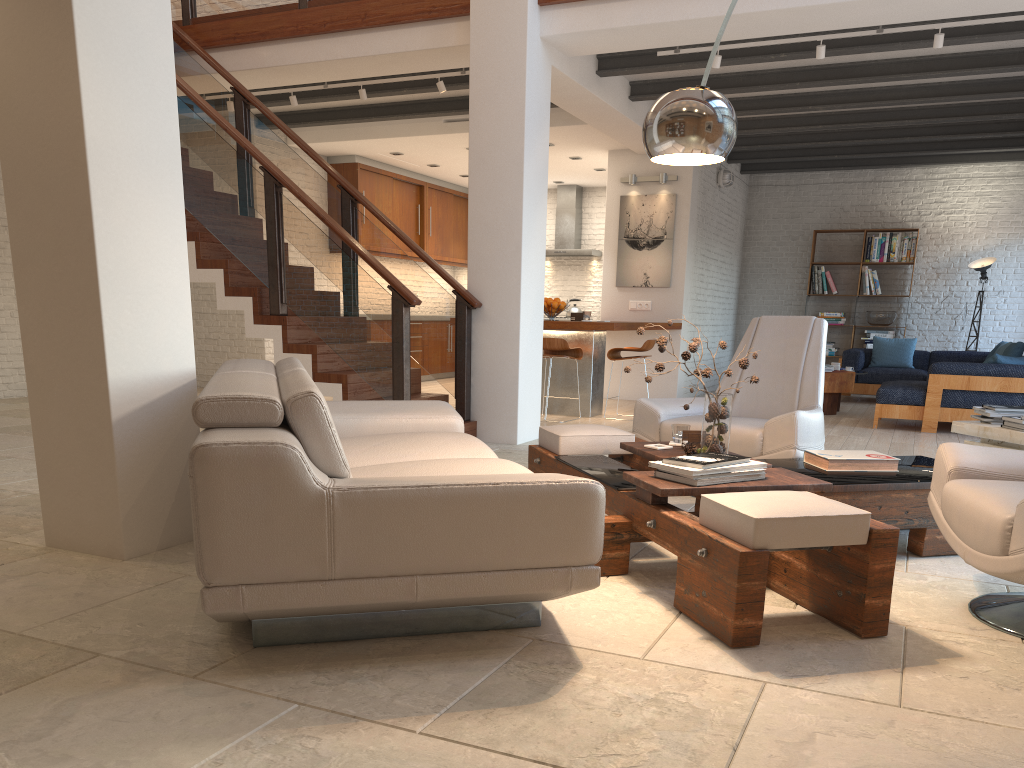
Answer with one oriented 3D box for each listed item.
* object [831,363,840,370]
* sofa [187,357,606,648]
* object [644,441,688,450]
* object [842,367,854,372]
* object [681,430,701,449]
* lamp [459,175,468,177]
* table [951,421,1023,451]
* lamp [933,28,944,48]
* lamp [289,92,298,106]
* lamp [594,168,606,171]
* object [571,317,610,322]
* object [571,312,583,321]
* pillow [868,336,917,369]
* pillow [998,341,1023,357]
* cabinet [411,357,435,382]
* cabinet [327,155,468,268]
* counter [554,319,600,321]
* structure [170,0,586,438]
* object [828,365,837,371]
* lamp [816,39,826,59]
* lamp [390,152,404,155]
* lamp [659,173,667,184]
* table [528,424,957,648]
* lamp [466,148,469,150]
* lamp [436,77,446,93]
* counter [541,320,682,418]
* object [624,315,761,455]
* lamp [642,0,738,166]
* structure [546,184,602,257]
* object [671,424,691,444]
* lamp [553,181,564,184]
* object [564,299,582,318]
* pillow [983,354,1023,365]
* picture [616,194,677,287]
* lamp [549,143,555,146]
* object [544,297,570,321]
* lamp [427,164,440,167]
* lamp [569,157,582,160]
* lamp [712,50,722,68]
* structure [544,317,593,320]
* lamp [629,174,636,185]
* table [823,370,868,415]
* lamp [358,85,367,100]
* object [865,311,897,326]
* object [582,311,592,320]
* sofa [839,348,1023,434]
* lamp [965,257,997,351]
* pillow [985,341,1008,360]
[{"bbox_3d":[3.707,-0.189,10.000,0.106,0.112,0.106,9,13,40],"label":"object"},{"bbox_3d":[-0.567,0.323,3.430,1.142,0.780,2.260,-1,6,-16],"label":"sofa"},{"bbox_3d":[0.746,0.277,4.069,0.271,0.036,0.241,1,5,-4],"label":"object"},{"bbox_3d":[3.904,-0.166,10.118,0.154,0.059,0.263,3,5,17],"label":"object"},{"bbox_3d":[0.840,0.261,3.995,0.094,0.085,0.111,1,8,-4],"label":"object"},{"bbox_3d":[-0.646,-2.901,12.079,0.123,0.057,0.121,4,7,24],"label":"lamp"},{"bbox_3d":[2.523,0.460,4.307,0.494,0.522,0.479,-1,10,-15],"label":"table"},{"bbox_3d":[2.827,-2.286,5.772,0.060,0.125,0.084,8,13,26],"label":"lamp"},{"bbox_3d":[-1.972,-2.565,7.873,0.060,0.133,0.083,8,13,26],"label":"lamp"},{"bbox_3d":[1.140,-2.795,11.298,0.123,0.057,0.121,4,7,24],"label":"lamp"},{"bbox_3d":[0.744,-0.628,8.507,0.392,0.036,0.194,4,5,28],"label":"object"},{"bbox_3d":[0.644,-0.661,8.589,0.094,0.085,0.111,-2,9,-20],"label":"object"},{"bbox_3d":[4.923,-0.404,11.259,0.551,0.423,0.217,5,13,23],"label":"pillow"},{"bbox_3d":[5.193,-0.245,9.158,0.252,0.430,1.182,7,7,24],"label":"pillow"},{"bbox_3d":[-0.136,-1.447,12.402,4.779,2.934,2.189,0,11,-11],"label":"cabinet"},{"bbox_3d":[-1.410,-2.331,12.363,0.458,1.200,3.262,7,8,25],"label":"cabinet"},{"bbox_3d":[-0.050,-0.877,12.105,3.497,0.072,3.254,3,5,24],"label":"counter"},{"bbox_3d":[-0.369,-1.708,7.010,10.083,4.280,13.525,4,6,24],"label":"structure"},{"bbox_3d":[3.560,-0.181,9.741,0.146,0.058,0.170,3,6,14],"label":"object"},{"bbox_3d":[2.150,-2.321,6.069,0.060,0.133,0.083,8,13,26],"label":"lamp"},{"bbox_3d":[-1.390,-2.794,10.508,0.123,0.057,0.121,4,7,24],"label":"lamp"},{"bbox_3d":[1.688,-2.297,9.742,0.079,0.108,0.078,-7,14,-37],"label":"lamp"},{"bbox_3d":[1.138,0.503,3.805,1.968,0.444,2.140,0,5,-15],"label":"table"},{"bbox_3d":[-0.448,-2.738,10.096,0.123,0.057,0.121,4,7,24],"label":"lamp"},{"bbox_3d":[-0.589,-2.483,7.260,0.087,0.133,0.057,-2,13,-15],"label":"lamp"},{"bbox_3d":[0.671,-0.210,9.433,1.674,0.951,2.437,5,7,25],"label":"counter"},{"bbox_3d":[0.741,0.013,3.698,0.542,0.628,0.305,1,12,-5],"label":"object"},{"bbox_3d":[1.007,-0.366,2.349,0.317,2.430,1.973,-7,13,-29],"label":"lamp"},{"bbox_3d":[0.813,-2.409,12.888,0.978,1.028,0.444,6,13,23],"label":"structure"},{"bbox_3d":[0.796,0.236,4.126,0.091,0.087,0.088,-1,10,-16],"label":"object"},{"bbox_3d":[0.667,-2.899,12.452,0.123,0.057,0.121,4,7,24],"label":"lamp"},{"bbox_3d":[0.934,-1.128,12.962,0.259,0.285,0.257,-8,14,-43],"label":"object"},{"bbox_3d":[4.535,-0.118,8.029,0.563,0.340,0.365,-1,9,-15],"label":"pillow"},{"bbox_3d":[1.535,-1.640,10.031,0.650,1.051,0.019,6,15,23],"label":"picture"},{"bbox_3d":[0.396,-2.688,9.726,0.123,0.057,0.121,4,7,24],"label":"lamp"},{"bbox_3d":[0.398,-0.747,8.686,0.366,0.229,0.352,0,8,-10],"label":"object"},{"bbox_3d":[-1.018,-2.848,11.294,0.123,0.057,0.121,4,7,24],"label":"lamp"},{"bbox_3d":[0.768,-2.742,10.512,0.123,0.057,0.121,4,7,24],"label":"lamp"},{"bbox_3d":[1.493,-2.360,6.354,0.059,0.133,0.083,0,12,-6],"label":"lamp"},{"bbox_3d":[0.748,-0.996,13.186,0.806,0.033,0.576,3,5,24],"label":"structure"},{"bbox_3d":[1.365,-2.316,9.883,0.079,0.108,0.078,-7,14,-37],"label":"lamp"},{"bbox_3d":[3.460,0.048,10.101,1.066,0.461,1.792,5,6,30],"label":"table"},{"bbox_3d":[-1.296,-2.525,7.577,0.060,0.133,0.083,8,13,26],"label":"lamp"},{"bbox_3d":[5.082,-0.900,12.022,0.399,0.208,0.392,-2,7,-24],"label":"object"},{"bbox_3d":[0.727,-0.663,8.470,0.090,0.087,0.089,9,12,39],"label":"object"},{"bbox_3d":[4.631,-0.003,9.695,2.064,0.682,3.856,4,5,25],"label":"sofa"},{"bbox_3d":[6.111,-0.688,11.196,0.506,1.910,0.835,1,13,-3],"label":"lamp"},{"bbox_3d":[5.769,-0.301,10.349,0.241,0.411,1.079,7,7,24],"label":"pillow"}]
